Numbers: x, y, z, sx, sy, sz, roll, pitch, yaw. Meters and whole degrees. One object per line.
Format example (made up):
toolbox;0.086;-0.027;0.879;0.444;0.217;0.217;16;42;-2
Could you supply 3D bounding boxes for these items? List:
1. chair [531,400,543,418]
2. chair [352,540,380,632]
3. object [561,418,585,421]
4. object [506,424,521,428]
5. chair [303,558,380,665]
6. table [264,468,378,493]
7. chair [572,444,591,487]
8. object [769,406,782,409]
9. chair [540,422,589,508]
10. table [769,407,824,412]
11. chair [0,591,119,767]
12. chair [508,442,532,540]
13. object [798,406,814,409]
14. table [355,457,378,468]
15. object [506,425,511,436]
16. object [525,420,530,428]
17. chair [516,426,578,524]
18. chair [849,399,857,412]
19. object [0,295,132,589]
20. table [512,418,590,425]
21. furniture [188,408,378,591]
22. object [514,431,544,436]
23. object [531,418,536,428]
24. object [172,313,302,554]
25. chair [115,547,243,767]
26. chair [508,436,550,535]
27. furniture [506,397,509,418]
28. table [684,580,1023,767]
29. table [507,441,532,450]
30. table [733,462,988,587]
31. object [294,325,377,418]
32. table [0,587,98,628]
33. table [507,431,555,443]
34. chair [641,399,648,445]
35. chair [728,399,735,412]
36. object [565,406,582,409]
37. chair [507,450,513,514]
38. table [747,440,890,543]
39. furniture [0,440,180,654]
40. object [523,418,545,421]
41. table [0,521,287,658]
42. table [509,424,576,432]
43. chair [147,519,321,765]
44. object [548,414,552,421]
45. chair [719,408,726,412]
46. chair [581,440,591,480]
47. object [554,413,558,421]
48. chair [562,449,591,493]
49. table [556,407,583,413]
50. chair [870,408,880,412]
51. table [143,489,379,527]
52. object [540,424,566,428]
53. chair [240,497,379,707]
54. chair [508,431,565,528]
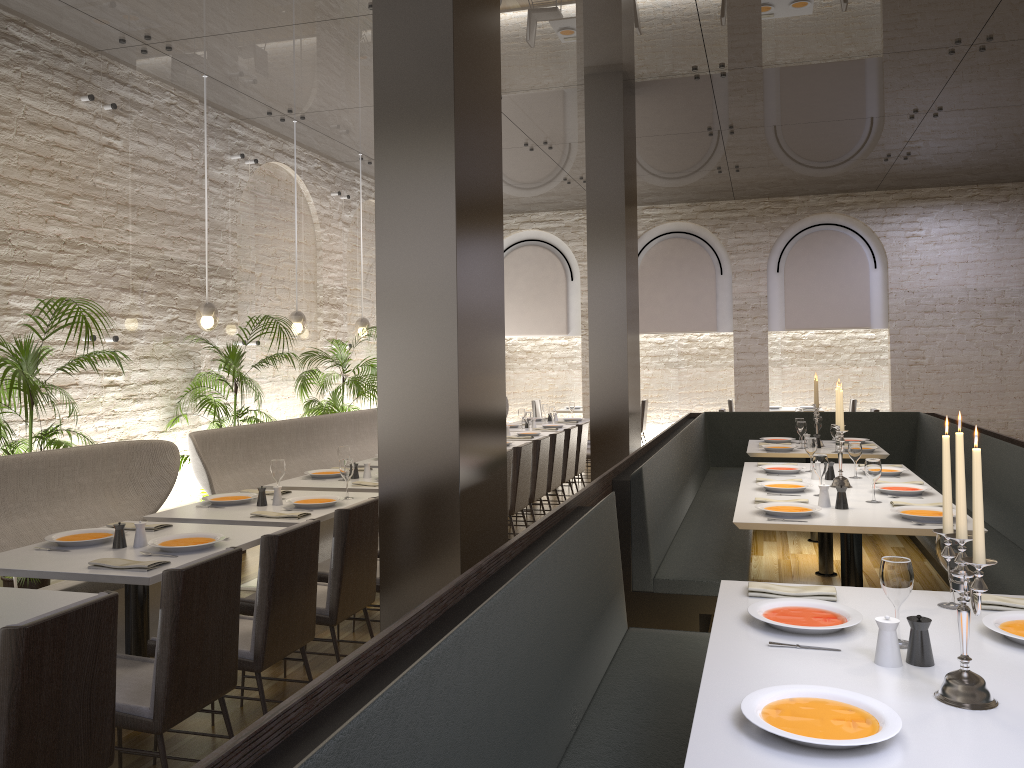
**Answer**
chair;0.633;0.716;14.541;0.565;0.906;0.412;-1;-1;16
chair;-0.615;0.967;5.215;0.565;0.906;0.412;-1;-1;16
object;0.792;0.466;11.517;0.322;0.036;0.321;-2;2;-37
object;-0.038;0.502;10.570;0.322;0.036;0.321;-2;2;-37
chair;-0.770;0.983;4.671;0.565;0.906;0.412;-1;-1;16
table;-1.022;1.024;6.111;0.936;0.760;1.010;-1;1;16
chair;1.034;0.799;10.980;0.565;0.906;0.412;-1;-1;16
object;3.982;0.365;13.593;0.321;0.036;0.321;-2;2;-39
chair;0.493;0.854;9.086;0.565;0.906;0.412;-1;-1;16
table;4.250;0.759;13.512;0.936;0.760;1.010;-1;1;16
chair;-1.414;1.049;2.418;0.565;0.906;0.412;-1;-1;16
chair;-0.142;0.919;6.867;0.565;0.906;0.412;-1;-1;16
object;4.498;0.361;13.444;0.321;0.036;0.321;-2;2;-39
table;-0.703;0.991;7.227;0.936;0.760;1.010;-1;1;16
object;-0.045;0.492;9.402;0.059;0.109;0.059;-1;-1;-38
object;0.178;0.463;10.438;0.059;0.109;0.059;-1;-1;-38
chair;0.339;0.870;8.550;0.565;0.906;0.412;-1;-1;16
chair;4.889;0.681;13.325;0.565;0.906;0.412;-1;-1;16
object;-2.862;0.477;5.238;1.188;1.976;1.144;-1;0;-43
table;0.544;0.863;11.585;0.936;0.760;1.010;-1;1;16
furniture;-1.316;0.817;7.840;0.708;1.097;4.476;-1;1;16
object;0.175;0.529;9.360;0.322;0.036;0.321;-2;2;-37
object;0.258;0.461;10.463;0.059;0.109;0.059;-1;-1;-38
object;-2.282;0.418;7.268;1.188;1.976;1.144;-1;0;-43
chair;-1.245;1.032;3.012;0.565;0.906;0.412;-1;-1;16
chair;0.021;0.902;7.436;0.565;0.906;0.412;-1;-1;16
furniture;-0.305;0.713;11.375;0.707;1.098;2.585;-1;1;16
table;0.923;1.103;1.747;1.100;0.760;2.539;-1;1;16
table;-0.381;0.958;8.353;0.936;0.760;1.010;-1;1;16
table;1.936;0.999;5.290;1.100;0.760;2.539;-1;1;16
object;-1.731;0.361;9.202;1.145;1.976;1.187;-1;0;-33
table;-1.998;1.123;2.700;0.936;0.760;1.010;-1;1;16
table;-0.073;0.926;9.429;0.936;0.760;1.010;-1;1;16
chair;1.894;0.706;14.181;0.565;0.906;0.412;-1;-1;16
chair;3.628;0.692;13.685;0.565;0.906;0.412;-1;-1;16
object;1.001;0.390;14.445;0.321;0.036;0.321;-2;2;-39
chair;-0.297;0.935;6.325;0.565;0.906;0.412;-1;-1;16
table;2.639;0.927;7.748;1.100;0.760;1.188;-1;1;16
furniture;-2.592;0.947;3.379;0.708;1.097;4.476;-1;1;16
object;0.276;0.470;11.667;0.322;0.036;0.321;-2;2;-37
table;-1.654;1.088;3.903;0.936;0.760;1.010;-1;1;16
table;0.230;0.895;10.489;0.936;0.760;1.010;-1;1;16
chair;-1.089;1.016;3.555;0.565;0.906;0.412;-1;-1;16
object;0.492;0.431;11.534;0.059;0.109;0.059;-1;-1;-38
chair;2.888;0.767;11.098;0.565;0.906;0.412;-1;-1;16
chair;1.193;0.782;11.535;0.565;0.906;0.412;-1;-1;16
object;0.572;0.429;11.559;0.059;0.109;0.059;-1;-1;-38
chair;0.880;0.814;10.441;0.565;0.906;0.412;-1;-1;16
table;1.268;0.783;14.364;0.936;0.760;1.010;-1;1;16
chair;4.149;0.757;10.738;0.565;0.906;0.412;-1;-1;16
table;-1.342;1.056;4.992;0.936;0.760;1.010;-1;1;16
object;0.479;0.498;10.421;0.322;0.036;0.321;-2;2;-37
chair;-0.926;0.999;4.126;0.565;0.906;0.412;-1;-1;16
chair;0.177;0.886;7.983;0.565;0.906;0.412;-1;-1;16
